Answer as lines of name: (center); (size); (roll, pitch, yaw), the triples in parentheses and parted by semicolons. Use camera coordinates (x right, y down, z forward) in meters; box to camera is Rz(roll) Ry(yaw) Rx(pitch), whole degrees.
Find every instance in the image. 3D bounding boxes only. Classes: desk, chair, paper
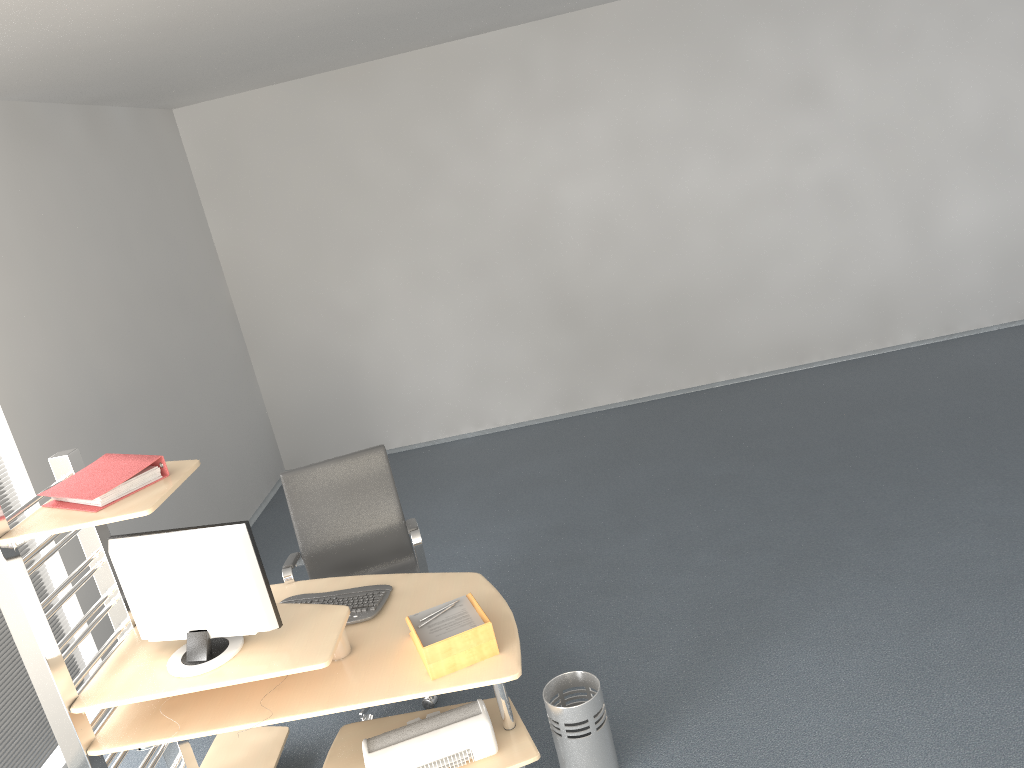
desk: (-0.689, 0.839, 3.161); (1.469, 1.566, 0.967); (-12, 15, 5)
chair: (-0.641, 0.898, 3.893); (0.584, 1.048, 0.652); (-15, 15, -8)
paper: (-0.208, 0.785, 2.878); (0.210, 0.010, 0.297); (-17, 16, -15)

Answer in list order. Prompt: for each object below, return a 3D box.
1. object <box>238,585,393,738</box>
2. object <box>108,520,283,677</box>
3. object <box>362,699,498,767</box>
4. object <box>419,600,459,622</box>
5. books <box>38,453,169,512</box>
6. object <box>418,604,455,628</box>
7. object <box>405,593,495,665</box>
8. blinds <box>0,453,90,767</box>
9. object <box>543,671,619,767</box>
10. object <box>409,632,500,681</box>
object: (-0.729, 0.940, 3.069); (0.478, 0.082, 0.814); (-10, 16, 12)
object: (-1.045, 0.679, 2.822); (0.516, 0.418, 0.245); (-5, 17, 26)
object: (-0.302, 1.210, 3.107); (0.438, 0.162, 0.351); (-16, 16, -10)
object: (-0.242, 0.758, 2.971); (0.159, 0.009, 0.008); (-22, 18, -30)
books: (-1.294, 0.305, 2.802); (0.320, 0.072, 0.262); (-2, 19, 36)
object: (-0.248, 0.767, 2.943); (0.159, 0.009, 0.008); (-25, 20, -38)
object: (-0.211, 0.769, 2.872); (0.225, 0.060, 0.309); (-17, 16, -15)
blinds: (-2.399, 0.515, 3.113); (0.022, 2.770, 1.950); (-12, 15, 5)
object: (0.251, 1.254, 3.184); (0.208, 0.377, 0.208); (-26, 20, -40)
object: (-0.199, 0.822, 2.887); (0.225, 0.060, 0.309); (-17, 16, -15)
